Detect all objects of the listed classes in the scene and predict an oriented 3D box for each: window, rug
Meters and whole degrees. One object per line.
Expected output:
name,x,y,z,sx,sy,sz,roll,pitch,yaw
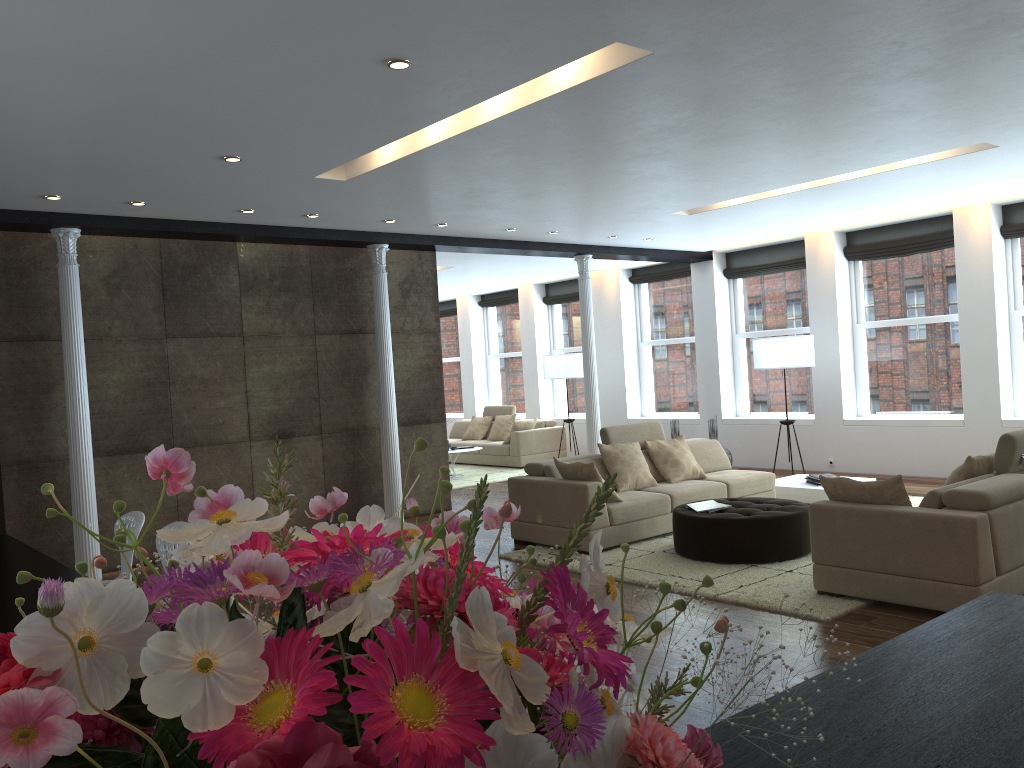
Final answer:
window,3.585,-0.672,12.020,0.123,2.400,1.432,-4,1,-39
window,-0.021,-0.515,16.399,0.123,2.400,1.444,-4,1,-39
rug,2.463,1.256,7.483,4.231,0.020,2.972,-4,1,-39
rug,-1.291,1.390,14.046,2.972,0.020,4.231,-4,1,-39
window,-0.307,-0.035,26.477,34.761,17.917,13.698,-4,1,-39
window,5.922,-0.773,9.182,0.123,2.400,1.443,-4,1,-39
window,2.433,-0.622,13.418,0.123,2.400,1.391,-4,1,-39
window,4.752,-0.722,10.603,0.123,2.400,1.442,-4,1,-39
window,1.119,-0.565,15.014,0.123,2.400,1.345,-4,1,-39

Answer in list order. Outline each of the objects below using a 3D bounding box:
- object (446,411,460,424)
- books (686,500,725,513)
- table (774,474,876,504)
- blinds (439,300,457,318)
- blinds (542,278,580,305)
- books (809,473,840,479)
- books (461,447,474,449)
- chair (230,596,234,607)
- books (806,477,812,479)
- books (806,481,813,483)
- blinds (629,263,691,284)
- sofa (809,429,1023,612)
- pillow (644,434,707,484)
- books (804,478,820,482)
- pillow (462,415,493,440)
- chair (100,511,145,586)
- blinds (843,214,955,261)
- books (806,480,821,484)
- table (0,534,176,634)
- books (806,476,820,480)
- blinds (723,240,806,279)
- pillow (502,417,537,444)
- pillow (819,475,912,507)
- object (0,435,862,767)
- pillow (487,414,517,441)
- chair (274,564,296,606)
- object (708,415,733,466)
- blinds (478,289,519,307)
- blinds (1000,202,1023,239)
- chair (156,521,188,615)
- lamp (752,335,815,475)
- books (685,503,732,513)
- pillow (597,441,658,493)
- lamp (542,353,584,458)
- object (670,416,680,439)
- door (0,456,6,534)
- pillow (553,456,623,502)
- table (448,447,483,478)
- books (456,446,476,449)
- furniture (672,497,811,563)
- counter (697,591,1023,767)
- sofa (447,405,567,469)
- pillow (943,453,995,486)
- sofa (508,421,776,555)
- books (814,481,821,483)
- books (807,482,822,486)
object,-1.651,0.866,16.092,1.125,1.014,1.119,-3,1,37
books,1.501,0.950,6.898,0.220,0.040,0.301,-4,1,-5
table,3.128,1.095,9.206,0.900,0.170,0.900,-4,1,-39
blinds,-1.286,-1.508,17.744,0.156,0.327,1.377,-4,1,-39
blinds,1.009,-1.574,14.960,0.156,0.393,1.342,-4,1,-39
books,3.178,0.937,9.021,0.220,0.010,0.300,-3,1,1
books,-0.722,0.958,13.274,0.300,0.010,0.220,-4,1,-4
chair,-1.444,1.134,3.893,0.581,0.835,0.495,-4,1,-39
books,3.179,0.957,9.022,0.220,0.010,0.300,-4,1,-24
books,3.181,0.995,9.022,0.220,0.010,0.300,-4,1,-19
blinds,2.320,-1.690,13.363,0.156,0.275,1.396,-4,1,-39
sofa,3.141,0.771,5.943,2.581,0.950,1.021,-4,1,-39
pillow,1.546,0.713,8.452,0.519,0.416,0.368,-4,1,-35
books,3.154,0.968,9.020,0.220,0.010,0.300,-4,1,-14
pillow,-0.576,0.746,15.113,0.368,0.416,0.519,-4,1,-44
chair,-2.363,1.174,4.992,0.581,0.835,0.495,-4,1,-39
blinds,4.644,-1.725,10.547,0.156,0.424,1.439,-4,1,-39
books,3.155,0.987,9.020,0.220,0.010,0.300,-4,1,-4
table,-2.386,1.247,3.621,1.200,0.733,3.400,-4,1,-39
books,3.153,0.948,9.019,0.220,0.010,0.300,-4,1,-4
blinds,3.463,-1.680,11.956,0.183,0.395,1.431,-4,1,-39
pillow,0.131,0.731,13.901,0.518,0.393,0.395,-4,1,-43
pillow,2.211,0.726,5.470,0.395,0.393,0.518,-4,1,-43
object,-0.112,0.306,0.546,0.544,0.552,0.570,-4,1,-33
pillow,-0.170,0.717,14.639,0.301,0.439,0.534,-4,1,-43
chair,-1.001,1.115,3.349,0.581,0.835,0.495,-4,1,-39
object,2.685,0.799,11.795,0.458,0.781,0.458,-4,1,-40
blinds,-0.133,-1.584,16.342,0.156,0.275,1.442,-4,1,-39
blinds,5.813,-1.783,9.127,0.156,0.393,1.442,-4,1,-39
chair,-1.905,1.154,4.468,0.581,0.835,0.495,-4,1,-39
lamp,3.265,0.304,10.544,0.698,1.728,0.698,-4,1,-16
books,1.528,0.956,6.900,0.219,0.031,0.300,-4,1,-24
pillow,1.056,0.737,8.064,0.534,0.439,0.301,-4,1,-36
lamp,0.858,0.408,13.468,0.698,1.728,0.698,-4,1,-16
object,2.221,0.824,12.017,0.458,0.781,0.458,-4,1,-40
door,-4.671,0.297,6.996,1.000,2.814,0.510,-4,1,-39
pillow,0.623,0.795,7.397,0.395,0.393,0.518,-4,1,-36
table,-0.931,1.175,13.113,1.022,0.393,1.022,-3,1,5
books,-0.725,0.949,13.299,0.300,0.010,0.220,-4,1,-24
furniture,1.787,1.118,6.902,1.057,0.355,1.057,-4,1,-38
counter,0.016,0.593,0.512,3.700,0.040,1.000,-4,1,-39
sofa,-0.333,0.854,14.829,1.018,0.950,2.581,-4,1,-39
pillow,2.946,0.655,5.769,0.534,0.439,0.301,-4,1,-43
sofa,1.268,0.852,8.217,2.581,0.950,1.021,-4,1,-39
books,3.180,0.976,9.022,0.220,0.010,0.300,-3,1,11
books,3.157,1.006,9.020,0.220,0.010,0.300,-4,1,-4
